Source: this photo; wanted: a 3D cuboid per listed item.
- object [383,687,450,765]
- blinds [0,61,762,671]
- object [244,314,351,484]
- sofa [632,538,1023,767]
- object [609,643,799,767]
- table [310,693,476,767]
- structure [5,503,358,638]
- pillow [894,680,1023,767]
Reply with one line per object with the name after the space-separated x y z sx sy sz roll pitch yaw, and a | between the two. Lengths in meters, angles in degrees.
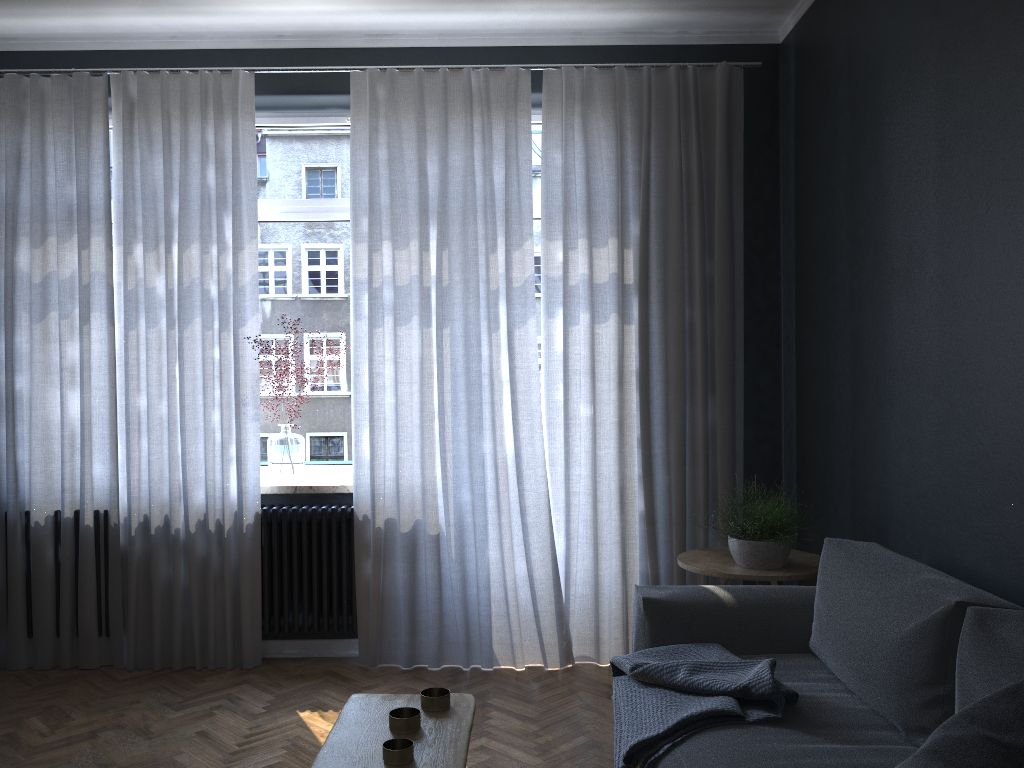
-0.225 0.750 1.966 0.103 0.033 0.369 -1 0 10 | object
-0.824 -0.078 4.194 3.992 2.789 0.312 -1 1 0 | blinds
-1.072 0.082 4.285 0.514 0.810 0.599 -1 1 -26 | object
0.851 0.902 2.048 0.970 0.798 2.340 -1 0 -1 | sofa
0.542 0.930 2.623 0.490 0.329 0.666 -1 0 5 | object
-0.248 1.040 1.835 0.339 0.550 0.787 -1 0 0 | table
-1.507 0.885 4.268 1.846 0.600 0.215 -1 1 0 | structure
0.798 0.723 1.422 0.442 0.362 0.797 -1 0 18 | pillow
